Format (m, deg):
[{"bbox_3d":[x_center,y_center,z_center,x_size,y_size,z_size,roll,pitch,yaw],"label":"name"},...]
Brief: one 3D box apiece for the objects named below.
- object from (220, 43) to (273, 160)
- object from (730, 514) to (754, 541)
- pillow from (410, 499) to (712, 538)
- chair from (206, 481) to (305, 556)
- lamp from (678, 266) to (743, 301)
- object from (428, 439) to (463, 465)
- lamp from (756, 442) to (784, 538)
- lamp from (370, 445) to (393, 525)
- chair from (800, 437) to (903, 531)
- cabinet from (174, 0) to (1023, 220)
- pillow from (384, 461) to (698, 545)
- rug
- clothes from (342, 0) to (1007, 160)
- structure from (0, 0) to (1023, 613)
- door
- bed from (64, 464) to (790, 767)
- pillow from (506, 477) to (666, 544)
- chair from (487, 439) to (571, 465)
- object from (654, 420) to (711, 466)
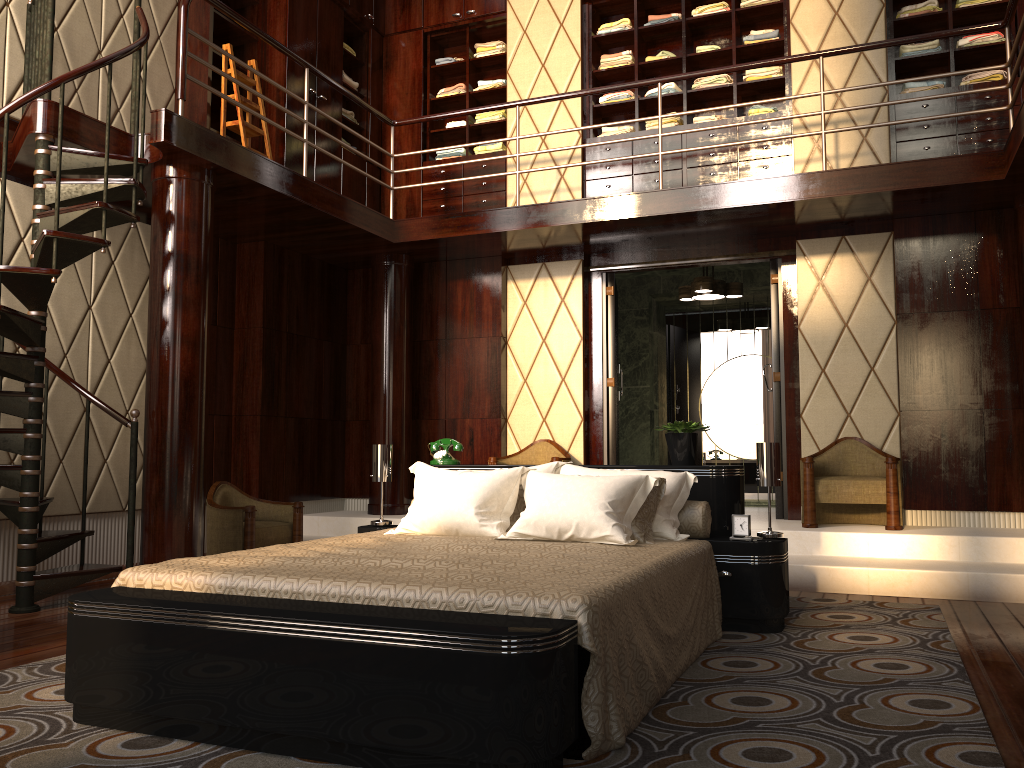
[{"bbox_3d":[-1.688,-1.689,5.737,0.258,0.974,0.275,-2,-5,22],"label":"object"},{"bbox_3d":[0.923,0.578,3.568,0.088,0.103,0.034,-3,-5,30],"label":"object"},{"bbox_3d":[0.181,0.585,3.951,1.396,0.167,0.173,-2,-5,22],"label":"pillow"},{"bbox_3d":[-1.587,0.867,5.358,0.462,0.550,0.571,-2,-5,22],"label":"chair"},{"bbox_3d":[1.519,-0.852,7.057,0.515,0.347,0.467,4,-6,-37],"label":"lamp"},{"bbox_3d":[-0.335,0.340,4.471,0.158,0.131,0.178,1,-5,-15],"label":"object"},{"bbox_3d":[1.061,0.435,3.657,0.106,0.385,0.109,-3,-5,30],"label":"lamp"},{"bbox_3d":[-0.631,0.488,4.313,0.106,0.385,0.109,-3,-5,30],"label":"lamp"},{"bbox_3d":[2.068,0.593,5.415,0.571,0.550,0.462,-2,-5,22],"label":"chair"},{"bbox_3d":[1.023,-2.342,5.884,6.767,2.432,2.576,-2,-5,22],"label":"cabinet"},{"bbox_3d":[0.070,0.482,3.664,1.322,0.320,0.685,-2,-5,24],"label":"pillow"},{"bbox_3d":[-0.052,0.947,2.997,2.910,0.006,3.735,-2,-5,22],"label":"rug"},{"bbox_3d":[0.896,-2.310,6.717,4.996,0.954,0.818,-1,-5,15],"label":"clothes"},{"bbox_3d":[0.541,-0.525,4.562,6.107,3.189,3.750,-2,-5,22],"label":"structure"},{"bbox_3d":[1.353,0.076,6.667,1.435,1.820,0.828,-2,-5,21],"label":"door"},{"bbox_3d":[-0.132,0.632,3.183,1.985,0.660,2.381,-2,-5,22],"label":"bed"},{"bbox_3d":[0.084,0.504,3.629,1.123,0.271,0.293,-2,-5,23],"label":"pillow"},{"bbox_3d":[0.152,0.657,6.201,0.571,0.550,0.462,-2,-5,22],"label":"chair"},{"bbox_3d":[0.775,0.267,4.016,0.256,0.205,0.241,0,-5,4],"label":"object"}]
